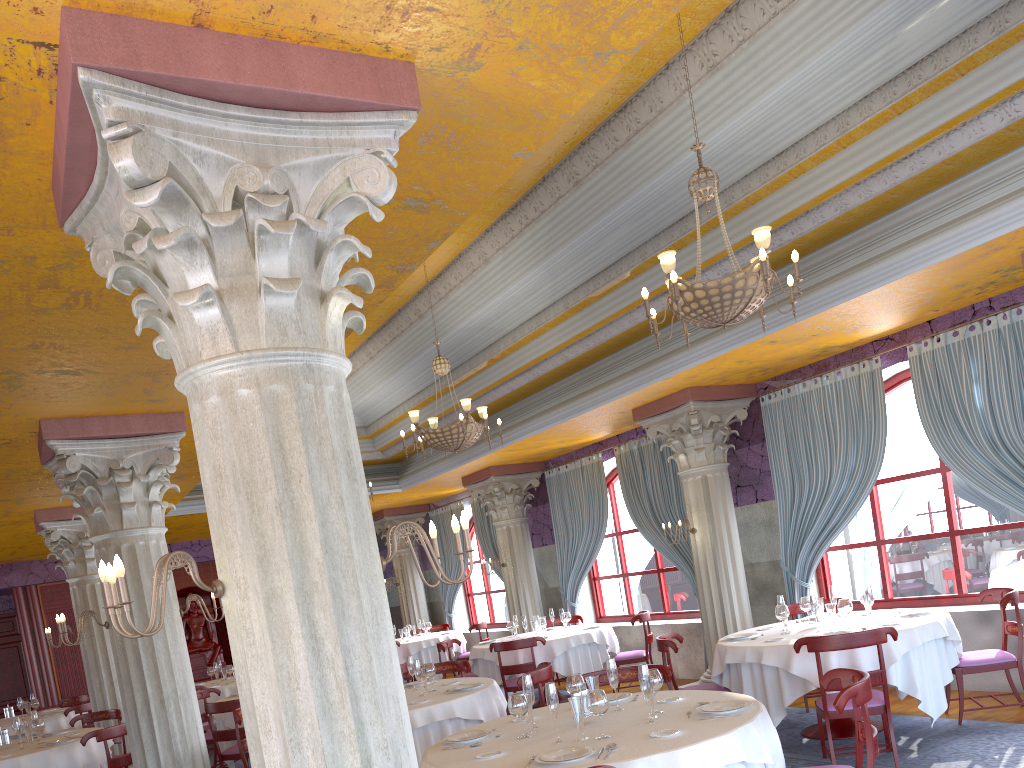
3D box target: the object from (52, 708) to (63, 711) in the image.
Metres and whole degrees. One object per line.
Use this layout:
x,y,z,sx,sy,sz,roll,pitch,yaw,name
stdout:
-7.031,5.043,13.273,0.028,0.013,0.234,-12,-12,13,object

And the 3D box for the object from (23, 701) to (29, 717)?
-7.333,4.910,12.949,0.087,0.238,0.084,-9,1,17,object

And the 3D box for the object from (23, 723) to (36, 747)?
-4.963,3.614,8.810,0.085,0.238,0.086,-10,1,-6,object

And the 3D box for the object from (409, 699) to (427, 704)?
-0.789,2.687,7.233,0.157,0.009,0.163,-7,-12,-11,object

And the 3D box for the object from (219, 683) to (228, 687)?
-4.248,4.424,12.587,0.055,0.019,0.258,-13,-12,17,object

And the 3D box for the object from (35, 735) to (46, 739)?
-5.269,3.965,9.649,0.022,0.003,0.255,-12,-12,12,object

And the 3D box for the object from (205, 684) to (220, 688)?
-4.456,4.461,12.609,0.308,0.024,0.324,-2,-14,-30,object

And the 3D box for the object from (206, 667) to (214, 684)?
-4.676,4.531,13.315,0.119,0.265,0.125,-10,0,-39,object

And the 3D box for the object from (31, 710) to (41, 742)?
-5.116,3.678,9.212,0.074,0.337,0.073,-9,2,6,object

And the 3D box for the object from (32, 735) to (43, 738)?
-5.308,3.965,9.657,0.055,0.019,0.258,-13,-12,17,object

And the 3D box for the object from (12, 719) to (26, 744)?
-5.341,3.768,9.288,0.121,0.265,0.123,-10,0,-17,object

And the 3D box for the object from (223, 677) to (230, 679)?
-4.652,4.787,13.922,0.160,0.009,0.160,-11,-12,9,object

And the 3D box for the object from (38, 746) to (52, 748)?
-4.628,3.608,8.524,0.235,0.013,0.028,-13,-10,15,object

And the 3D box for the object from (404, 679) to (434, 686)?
-0.929,2.986,8.539,0.308,0.024,0.324,-2,-14,-30,object

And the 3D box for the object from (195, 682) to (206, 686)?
-4.995,4.756,13.549,0.315,0.024,0.317,-11,-12,9,object

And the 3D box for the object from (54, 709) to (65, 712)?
-6.860,4.950,12.968,0.163,0.009,0.157,-19,-15,38,object

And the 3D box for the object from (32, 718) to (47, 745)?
-4.919,3.616,8.916,0.121,0.265,0.123,-10,0,-17,object

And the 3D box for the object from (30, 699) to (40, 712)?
-7.020,4.774,12.624,0.119,0.265,0.125,-10,0,-39,object

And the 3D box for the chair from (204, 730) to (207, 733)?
-5.356,5.296,13.698,0.653,1.093,0.744,-10,-2,14,chair

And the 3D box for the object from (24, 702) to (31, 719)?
-7.064,4.771,12.518,0.085,0.238,0.086,-10,1,-6,object

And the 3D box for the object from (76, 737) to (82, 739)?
-4.547,3.675,8.868,0.256,0.003,0.022,-13,-12,14,object

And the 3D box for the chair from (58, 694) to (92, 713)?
-7.005,5.596,13.806,0.757,1.094,0.640,-10,-1,14,chair

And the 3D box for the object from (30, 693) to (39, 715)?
-7.217,4.835,12.920,0.074,0.337,0.073,-9,2,6,object

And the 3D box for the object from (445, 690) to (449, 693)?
-0.588,2.736,7.620,0.030,0.011,0.139,-12,-12,15,object

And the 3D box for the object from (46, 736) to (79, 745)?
-4.562,3.628,8.695,0.308,0.024,0.324,-2,-14,-30,object

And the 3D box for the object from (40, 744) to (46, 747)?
-4.759,3.673,8.716,0.030,0.011,0.139,-12,-12,15,object

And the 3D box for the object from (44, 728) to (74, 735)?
-5.100,3.923,9.635,0.308,0.024,0.324,-2,-14,-30,object

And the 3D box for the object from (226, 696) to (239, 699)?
-3.380,3.815,10.452,0.261,0.020,0.055,-14,-11,19,object

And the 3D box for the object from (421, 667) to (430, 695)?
-0.792,2.677,7.714,0.087,0.238,0.083,-9,1,39,object

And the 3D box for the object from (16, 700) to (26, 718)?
-7.442,4.925,12.996,0.121,0.265,0.123,-10,0,-17,object

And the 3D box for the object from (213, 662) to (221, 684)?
-4.491,4.399,13.016,0.074,0.337,0.073,-9,2,6,object

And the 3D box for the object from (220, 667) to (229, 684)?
-4.358,4.421,12.991,0.087,0.238,0.083,-9,1,39,object

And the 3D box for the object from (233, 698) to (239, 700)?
-3.217,3.718,10.105,0.161,0.009,0.159,-14,-13,19,object

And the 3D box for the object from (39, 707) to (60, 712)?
-7.201,5.080,13.343,0.308,0.024,0.324,-2,-14,-30,object

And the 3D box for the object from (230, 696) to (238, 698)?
-3.371,3.830,10.490,0.256,0.003,0.022,-13,-12,14,object

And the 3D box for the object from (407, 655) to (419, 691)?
-0.945,2.741,8.116,0.074,0.337,0.073,-9,2,6,object

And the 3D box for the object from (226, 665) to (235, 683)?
-4.254,4.380,12.943,0.119,0.265,0.125,-10,0,-39,object

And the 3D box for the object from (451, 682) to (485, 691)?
-0.391,2.692,7.599,0.308,0.024,0.324,-2,-14,-30,object

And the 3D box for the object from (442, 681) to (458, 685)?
-0.589,2.855,8.164,0.163,0.009,0.157,-19,-15,38,object

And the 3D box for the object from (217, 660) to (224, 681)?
-4.611,4.535,13.546,0.074,0.337,0.073,-9,2,6,object

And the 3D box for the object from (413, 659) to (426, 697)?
-0.825,2.605,7.585,0.074,0.337,0.073,-9,2,6,object

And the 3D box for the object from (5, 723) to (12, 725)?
-7.060,4.781,12.037,0.162,0.009,0.158,-16,-14,29,object

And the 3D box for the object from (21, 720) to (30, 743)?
-5.233,3.753,9.241,0.087,0.238,0.083,-9,1,39,object

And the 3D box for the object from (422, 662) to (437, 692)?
-0.748,2.679,7.820,0.121,0.265,0.123,-10,0,-17,object

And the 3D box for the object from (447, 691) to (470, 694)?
-0.457,2.672,7.429,0.235,0.013,0.028,-13,-10,15,object

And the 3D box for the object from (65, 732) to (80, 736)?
-4.760,3.792,9.260,0.157,0.009,0.163,-7,-12,-11,object

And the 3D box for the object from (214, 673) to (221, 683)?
-4.628,4.560,13.423,0.085,0.238,0.086,-10,1,-6,object

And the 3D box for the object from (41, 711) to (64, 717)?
-6.662,4.786,12.403,0.308,0.024,0.324,-2,-14,-30,object

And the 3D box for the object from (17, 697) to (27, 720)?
-7.097,4.700,12.389,0.074,0.337,0.073,-9,2,6,object

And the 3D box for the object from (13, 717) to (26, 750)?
-4.996,3.542,8.681,0.074,0.337,0.073,-9,2,6,object

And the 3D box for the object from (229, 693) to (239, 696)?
-3.360,3.855,10.663,0.322,0.024,0.310,-19,-15,38,object

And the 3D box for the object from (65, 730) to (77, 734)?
-4.930,3.885,9.565,0.028,0.013,0.234,-12,-12,13,object

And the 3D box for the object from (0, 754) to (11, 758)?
-4.960,3.623,8.329,0.162,0.009,0.158,-16,-14,29,object
